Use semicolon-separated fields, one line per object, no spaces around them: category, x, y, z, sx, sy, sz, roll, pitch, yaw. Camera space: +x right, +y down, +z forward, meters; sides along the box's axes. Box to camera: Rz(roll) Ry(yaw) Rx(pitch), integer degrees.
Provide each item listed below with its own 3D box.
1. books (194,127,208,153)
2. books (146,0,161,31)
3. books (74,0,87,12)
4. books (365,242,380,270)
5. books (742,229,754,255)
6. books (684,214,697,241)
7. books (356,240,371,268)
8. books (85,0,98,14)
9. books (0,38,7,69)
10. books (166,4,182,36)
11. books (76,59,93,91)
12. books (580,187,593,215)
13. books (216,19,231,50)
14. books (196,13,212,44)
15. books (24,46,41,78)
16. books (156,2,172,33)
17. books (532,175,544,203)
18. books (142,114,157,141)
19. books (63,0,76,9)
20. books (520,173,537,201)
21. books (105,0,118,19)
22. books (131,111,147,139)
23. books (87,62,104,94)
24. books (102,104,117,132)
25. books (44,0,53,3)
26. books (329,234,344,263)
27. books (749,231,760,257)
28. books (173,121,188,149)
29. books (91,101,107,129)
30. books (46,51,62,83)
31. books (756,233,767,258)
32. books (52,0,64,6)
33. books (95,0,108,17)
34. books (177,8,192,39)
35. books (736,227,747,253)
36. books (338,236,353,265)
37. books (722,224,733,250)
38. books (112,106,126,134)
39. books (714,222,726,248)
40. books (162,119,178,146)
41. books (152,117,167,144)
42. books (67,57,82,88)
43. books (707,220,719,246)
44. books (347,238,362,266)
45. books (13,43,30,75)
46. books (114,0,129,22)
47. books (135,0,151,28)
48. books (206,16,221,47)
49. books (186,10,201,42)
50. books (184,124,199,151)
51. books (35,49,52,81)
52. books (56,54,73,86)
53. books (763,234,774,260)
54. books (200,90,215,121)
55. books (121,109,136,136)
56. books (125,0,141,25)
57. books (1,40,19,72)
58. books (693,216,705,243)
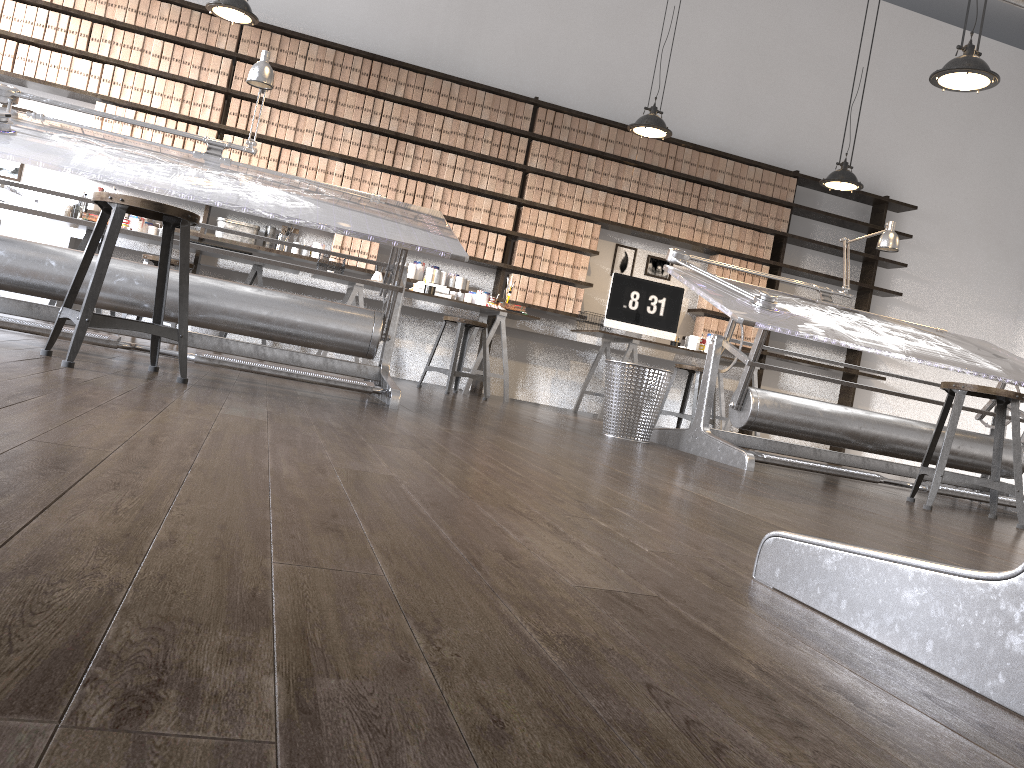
books;-2.312;-1.784;6.602;0.066;0.226;0.175;11;-1;-16
books;-2.625;-2.680;6.505;0.066;0.226;0.174;11;-1;-16
books;-3.079;-2.765;6.376;0.066;0.226;0.174;11;-1;-16
books;-1.102;-1.001;6.954;0.066;0.226;0.175;11;-1;-16
books;2.041;-1.246;7.823;0.067;0.226;0.175;11;-1;-16
books;1.516;-1.345;7.674;0.067;0.226;0.175;11;-1;-16
books;-1.168;-1.013;6.931;0.066;0.226;0.174;11;-1;-16
books;-3.012;-2.753;6.395;0.066;0.226;0.175;11;-1;-16
books;-3.598;-2.300;6.238;0.066;0.226;0.175;11;-1;-16
books;-2.489;-2.654;6.536;0.066;0.226;0.175;11;-1;-16
books;-3.069;-2.201;6.384;0.066;0.226;0.175;11;-1;-16
books;0.594;-1.518;7.418;0.066;0.226;0.175;11;-1;-16
books;-2.159;-2.592;6.633;0.066;0.226;0.174;11;-1;-16
books;-2.292;-2.617;6.597;0.066;0.226;0.175;11;-1;-16
books;-3.389;-2.261;6.292;0.066;0.226;0.174;11;-1;-16
books;-2.558;-2.667;6.520;0.066;0.226;0.174;11;-1;-16
books;0.192;-1.594;7.301;0.067;0.226;0.175;11;-1;-16
books;-2.660;-1.849;6.506;0.066;0.226;0.174;11;-1;-16
books;-3.144;-2.778;6.353;0.066;0.226;0.174;11;-1;-16
books;0.131;-1.605;7.288;0.066;0.226;0.175;11;-1;-16
books;-2.884;-2.729;6.430;0.066;0.226;0.175;11;-1;-16
books;-2.727;-1.861;6.487;0.066;0.226;0.175;11;-1;-16
books;-3.000;-2.188;6.401;0.067;0.226;0.175;11;-1;-16
books;-2.912;-1.896;6.432;0.066;0.226;0.175;11;-1;-16
books;-3.282;-2.804;6.313;0.067;0.226;0.175;11;-1;-16
books;-1.365;-1.050;6.873;0.067;0.226;0.175;11;-1;-16
books;2.104;-1.234;7.847;0.066;0.226;0.175;11;-1;-16
books;-2.453;-1.810;6.559;0.067;0.226;0.175;11;-1;-16
books;-2.980;-1.909;6.411;0.067;0.226;0.175;11;-1;-16
books;-3.256;-2.236;6.334;0.066;0.226;0.175;11;-1;-16
books;2.171;-1.222;7.866;0.066;0.226;0.174;11;-1;-16
books;-3.213;-2.791;6.339;0.066;0.226;0.175;11;-1;-16
books;-2.946;-2.740;6.407;0.067;0.226;0.175;11;-1;-16
books;-2.420;-2.641;6.555;0.067;0.226;0.175;11;-1;-16
books;1.977;-1.258;7.810;0.066;0.226;0.175;11;-1;-16
books;-1.303;-1.039;6.897;0.066;0.226;0.175;11;-1;-16
books;1.850;-1.282;7.770;0.067;0.226;0.175;11;-1;-16
books;-2.853;-1.885;6.450;0.066;0.226;0.175;11;-1;-16
books;1.783;-1.295;7.755;0.066;0.226;0.175;11;-1;-16
books;-2.526;-1.824;6.545;0.066;0.226;0.175;11;-1;-16
books;-2.592;-1.836;6.521;0.066;0.226;0.174;11;-1;-16
books;-3.129;-2.212;6.368;0.066;0.226;0.175;11;-1;-16
books;1.716;-1.307;7.739;0.066;0.226;0.174;11;-1;-16
books;-1.236;-1.026;6.916;0.066;0.226;0.174;11;-1;-16
books;-3.457;-2.274;6.278;0.066;0.226;0.175;11;-1;-16
books;-2.825;-2.717;6.445;0.066;0.226;0.175;11;-1;-16
books;-2.690;-2.692;6.485;0.066;0.226;0.175;11;-1;-16
books;-2.226;-2.605;6.618;0.066;0.226;0.174;11;-1;-16
books;-2.362;-2.631;6.577;0.066;0.226;0.175;11;-1;-16
books;-2.385;-1.797;6.584;0.066;0.226;0.175;11;-1;-16
books;-3.323;-2.249;6.315;0.066;0.226;0.174;11;-1;-16
books;-3.191;-2.224;6.346;0.067;0.226;0.175;11;-1;-16
books;2.239;-1.209;7.881;0.066;0.226;0.174;11;-1;-16
books;-2.270;-2.058;6.608;0.066;0.226;0.174;11;-1;-16
books;-2.789;-1.873;6.464;0.067;0.226;0.175;11;-1;-16
books;-2.756;-2.705;6.462;0.067;0.226;0.175;11;-1;-16
books;-3.527;-2.287;6.252;0.067;0.226;0.175;11;-1;-16
books;1.584;-1.332;7.694;0.066;0.226;0.175;11;-1;-16
